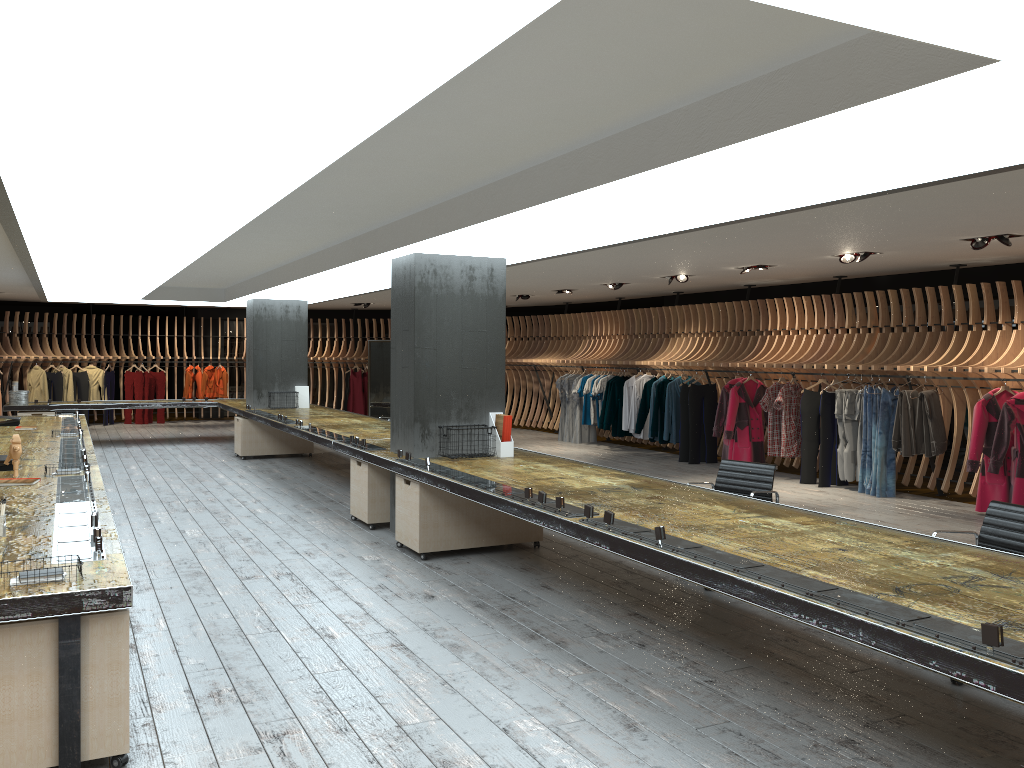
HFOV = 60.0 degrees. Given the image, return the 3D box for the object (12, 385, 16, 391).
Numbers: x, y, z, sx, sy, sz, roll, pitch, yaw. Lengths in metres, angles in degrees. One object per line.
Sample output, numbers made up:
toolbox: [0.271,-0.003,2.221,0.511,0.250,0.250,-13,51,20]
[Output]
object: [-8.343,0.071,14.853,0.062,0.109,0.062,1,1,29]

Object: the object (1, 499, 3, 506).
object: [-2.503,0.649,4.349,0.007,0.170,0.030,0,1,-23]

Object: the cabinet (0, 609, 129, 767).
cabinet: [-2.154,1.207,3.525,1.131,0.630,0.593,0,2,-27]

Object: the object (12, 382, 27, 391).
object: [-8.289,0.061,14.977,0.262,0.204,0.088,0,1,-28]

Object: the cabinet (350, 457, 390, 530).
cabinet: [-0.968,1.040,8.790,1.131,0.630,0.593,0,2,-27]

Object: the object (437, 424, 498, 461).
object: [-0.388,0.511,7.778,0.459,0.289,0.330,-1,2,-29]

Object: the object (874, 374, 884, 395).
object: [4.419,0.005,10.673,0.023,0.243,0.549,1,2,35]

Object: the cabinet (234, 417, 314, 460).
cabinet: [-3.793,0.843,14.147,1.131,0.630,0.593,0,2,-27]

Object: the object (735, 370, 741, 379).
object: [3.294,-0.066,12.917,0.525,0.270,0.012,0,1,-27]

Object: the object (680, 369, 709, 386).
object: [2.869,-0.096,13.787,0.525,0.270,0.012,0,1,-2]

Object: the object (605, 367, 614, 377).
object: [1.766,-0.178,15.969,0.525,0.270,0.012,-1,2,-42]

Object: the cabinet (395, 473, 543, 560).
cabinet: [-0.361,1.085,7.581,1.131,0.630,0.593,0,2,-27]

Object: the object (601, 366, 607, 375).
object: [1.689,-0.177,16.175,0.523,0.290,0.013,-1,1,-32]

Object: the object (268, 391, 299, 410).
object: [-3.709,0.268,14.394,0.459,0.289,0.330,0,2,-24]

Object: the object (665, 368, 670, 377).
object: [2.533,-0.122,14.439,0.525,0.270,0.012,0,1,-27]

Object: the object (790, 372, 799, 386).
object: [3.785,-0.023,11.925,0.524,0.286,0.015,-1,2,-42]

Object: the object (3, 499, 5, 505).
object: [-2.494,0.649,4.344,0.007,0.170,0.030,0,1,3]

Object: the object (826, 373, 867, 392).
object: [4.211,-0.013,11.094,0.549,0.243,0.023,1,1,10]

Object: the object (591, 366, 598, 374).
object: [1.530,-0.193,16.462,0.525,0.270,0.012,0,1,-2]

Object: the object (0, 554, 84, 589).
object: [-1.870,0.746,3.516,0.302,0.074,0.217,-1,2,-32]

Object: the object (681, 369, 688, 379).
object: [2.730,-0.107,14.051,0.525,0.270,0.012,0,1,-17]

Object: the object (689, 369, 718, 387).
object: [2.941,-0.090,13.621,0.525,0.270,0.012,0,1,-22]

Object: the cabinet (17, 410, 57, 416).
cabinet: [-8.195,0.774,15.313,0.593,0.630,1.132,0,2,-27]

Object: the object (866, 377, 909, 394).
object: [4.491,0.015,10.574,0.548,0.256,0.023,0,1,-1]

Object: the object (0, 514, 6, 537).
object: [-2.507,0.695,4.330,0.061,0.111,0.061,1,1,7]

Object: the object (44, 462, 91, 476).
object: [-3.295,0.635,6.575,0.302,0.074,0.217,-1,2,-32]

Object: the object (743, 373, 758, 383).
object: [3.423,-0.058,12.707,0.525,0.270,0.012,0,1,-17]

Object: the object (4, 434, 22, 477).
object: [-3.573,0.519,6.398,0.097,0.300,0.320,-1,2,-43]

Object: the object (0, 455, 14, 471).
object: [-3.947,0.608,6.814,0.262,0.088,0.373,-1,2,-27]

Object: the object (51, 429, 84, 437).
object: [-4.737,0.528,9.453,0.302,0.071,0.209,-1,2,-32]

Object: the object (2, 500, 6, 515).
object: [-2.486,0.650,4.326,0.030,0.170,0.007,0,1,-33]

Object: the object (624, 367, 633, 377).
object: [2.023,-0.154,15.464,0.525,0.270,0.012,0,1,-22]

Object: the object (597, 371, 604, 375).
object: [1.629,-0.185,16.242,0.525,0.270,0.012,0,1,-22]

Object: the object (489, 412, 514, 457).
object: [-0.096,0.455,7.988,0.129,0.383,0.240,0,1,-27]

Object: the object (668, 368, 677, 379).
object: [2.599,-0.117,14.347,0.525,0.270,0.012,0,1,-27]

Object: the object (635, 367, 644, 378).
object: [2.193,-0.150,15.131,0.525,0.270,0.012,0,1,-22]

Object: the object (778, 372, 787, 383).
object: [3.695,-0.037,12.118,0.525,0.270,0.012,0,1,-27]

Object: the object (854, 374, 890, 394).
object: [4.377,0.000,10.772,0.549,0.243,0.023,0,1,-20]

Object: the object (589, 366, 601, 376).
object: [1.556,-0.182,16.325,0.523,0.288,0.015,0,1,-17]

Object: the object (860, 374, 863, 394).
object: [4.302,-0.007,10.911,0.023,0.243,0.549,1,2,25]

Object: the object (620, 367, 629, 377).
object: [1.979,-0.159,15.584,0.525,0.270,0.012,0,1,-27]

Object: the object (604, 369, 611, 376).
object: [1.727,-0.171,16.077,0.524,0.285,0.013,-1,1,-32]

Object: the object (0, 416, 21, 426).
object: [-6.146,0.448,10.820,0.261,0.111,0.373,0,2,-27]

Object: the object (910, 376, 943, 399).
object: [4.733,0.033,10.120,0.547,0.262,0.023,0,1,-25]

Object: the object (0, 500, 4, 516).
object: [-2.489,0.650,4.317,0.030,0.170,0.007,0,1,-6]

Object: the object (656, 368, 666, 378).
object: [2.445,-0.127,14.622,0.525,0.270,0.012,0,1,-22]

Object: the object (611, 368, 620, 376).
object: [1.829,-0.162,15.808,0.524,0.284,0.014,0,1,-17]

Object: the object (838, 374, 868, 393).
object: [4.254,-0.006,11.008,0.549,0.250,0.023,0,1,-25]

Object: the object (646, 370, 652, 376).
object: [2.299,-0.142,14.922,0.525,0.270,0.012,0,1,-27]

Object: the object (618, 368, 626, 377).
object: [1.931,-0.161,15.652,0.525,0.270,0.012,0,1,-27]

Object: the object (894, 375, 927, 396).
object: [4.622,0.017,10.278,0.549,0.243,0.023,0,1,-25]

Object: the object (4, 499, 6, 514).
object: [-2.488,0.650,4.336,0.007,0.170,0.030,1,1,30]

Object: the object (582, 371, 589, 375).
object: [1.395,-0.204,16.737,0.525,0.270,0.012,-1,2,-42]

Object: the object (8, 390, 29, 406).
object: [-8.349,0.239,15.011,0.303,0.239,0.498,0,2,-26]

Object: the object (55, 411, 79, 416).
object: [-6.259,0.418,12.469,0.302,0.074,0.217,-1,2,-32]
